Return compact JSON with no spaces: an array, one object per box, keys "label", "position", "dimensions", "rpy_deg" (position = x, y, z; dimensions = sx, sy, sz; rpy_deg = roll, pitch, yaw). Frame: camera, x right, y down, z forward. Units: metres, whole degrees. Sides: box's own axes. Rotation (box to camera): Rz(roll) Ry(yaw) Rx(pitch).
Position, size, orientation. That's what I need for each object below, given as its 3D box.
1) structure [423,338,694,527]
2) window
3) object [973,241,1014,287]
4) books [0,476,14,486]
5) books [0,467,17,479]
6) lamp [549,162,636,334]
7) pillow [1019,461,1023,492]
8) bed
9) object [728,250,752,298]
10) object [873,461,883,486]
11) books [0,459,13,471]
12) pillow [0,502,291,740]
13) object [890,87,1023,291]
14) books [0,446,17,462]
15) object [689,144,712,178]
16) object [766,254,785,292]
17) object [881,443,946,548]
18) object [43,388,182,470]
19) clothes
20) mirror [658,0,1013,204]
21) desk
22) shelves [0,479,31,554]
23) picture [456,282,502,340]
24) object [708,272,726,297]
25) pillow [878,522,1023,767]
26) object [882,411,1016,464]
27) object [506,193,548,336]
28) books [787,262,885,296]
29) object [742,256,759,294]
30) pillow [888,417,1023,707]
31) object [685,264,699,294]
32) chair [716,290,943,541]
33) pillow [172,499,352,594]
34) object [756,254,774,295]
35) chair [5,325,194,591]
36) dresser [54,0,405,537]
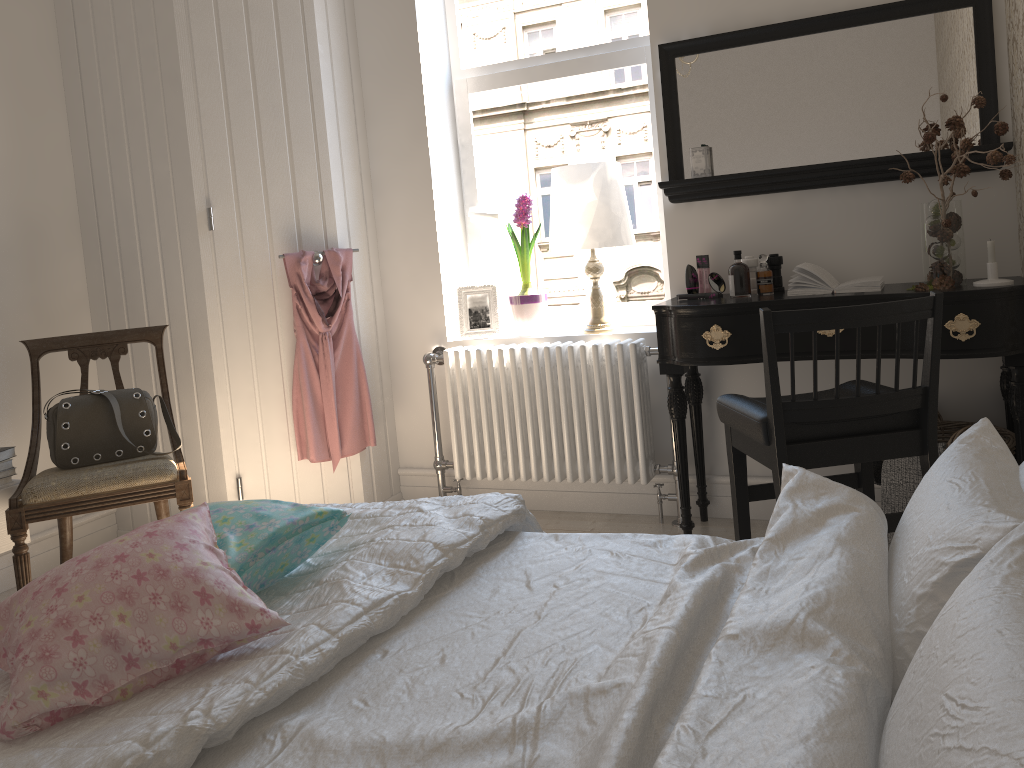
[{"label":"structure","position":[0.147,0.183,3.407],"dimensions":[1.065,0.678,0.167],"rpy_deg":[-2,5,24]},{"label":"window","position":[0.184,-1.111,3.631],"dimensions":[0.947,1.772,0.111],"rpy_deg":[-3,4,24]},{"label":"object","position":[1.396,-0.350,2.565],"dimensions":[0.105,0.130,0.105],"rpy_deg":[-8,6,-30]},{"label":"books","position":[-1.773,0.327,2.841],"dimensions":[0.241,0.022,0.193],"rpy_deg":[-1,10,26]},{"label":"books","position":[-1.779,0.303,2.851],"dimensions":[0.258,0.022,0.214],"rpy_deg":[0,10,29]},{"label":"lamp","position":[0.314,-0.526,3.452],"dimensions":[0.338,0.649,0.344],"rpy_deg":[-2,5,36]},{"label":"pillow","position":[0.638,0.270,0.959],"dimensions":[0.310,0.352,1.268],"rpy_deg":[-3,9,25]},{"label":"bed","position":[-0.125,0.551,1.338],"dimensions":[2.207,0.627,1.975],"rpy_deg":[-1,9,24]},{"label":"object","position":[0.766,-0.371,2.977],"dimensions":[0.070,0.157,0.071],"rpy_deg":[-4,4,19]},{"label":"object","position":[1.285,0.297,2.767],"dimensions":[0.366,0.330,0.306],"rpy_deg":[-2,6,25]},{"label":"books","position":[-1.775,0.278,2.843],"dimensions":[0.239,0.028,0.193],"rpy_deg":[-2,9,22]},{"label":"pillow","position":[-0.579,0.335,1.311],"dimensions":[0.397,0.201,0.354],"rpy_deg":[-10,9,-33]},{"label":"object","position":[1.283,-0.553,2.536],"dimensions":[0.317,0.595,0.546],"rpy_deg":[-6,6,-5]},{"label":"books","position":[-1.784,0.248,2.850],"dimensions":[0.258,0.032,0.193],"rpy_deg":[-4,9,7]},{"label":"object","position":[0.669,-0.792,3.137],"dimensions":[0.072,0.121,0.037],"rpy_deg":[-3,4,29]},{"label":"object","position":[0.908,-0.382,3.045],"dimensions":[0.058,0.133,0.058],"rpy_deg":[-6,4,-15]},{"label":"object","position":[1.313,0.319,2.716],"dimensions":[0.351,0.353,0.291],"rpy_deg":[-8,6,-26]},{"label":"object","position":[-1.306,0.128,2.892],"dimensions":[0.402,0.247,0.213],"rpy_deg":[-8,6,-21]},{"label":"clothes","position":[-0.714,-0.094,3.449],"dimensions":[0.332,0.872,0.092],"rpy_deg":[-8,4,-36]},{"label":"mirror","position":[1.026,-0.944,2.959],"dimensions":[1.115,0.569,0.067],"rpy_deg":[-2,4,24]},{"label":"desk","position":[1.058,0.114,2.844],"dimensions":[1.103,0.818,0.440],"rpy_deg":[-2,5,24]},{"label":"shelves","position":[-1.951,0.520,2.454],"dimensions":[0.367,0.208,1.127],"rpy_deg":[-2,9,24]},{"label":"picture","position":[-0.138,-0.300,3.649],"dimensions":[0.176,0.224,0.050],"rpy_deg":[-5,3,4]},{"label":"object","position":[0.693,-0.345,3.070],"dimensions":[0.083,0.085,0.080],"rpy_deg":[-8,6,-25]},{"label":"pillow","position":[0.401,0.342,0.723],"dimensions":[0.201,0.306,0.570],"rpy_deg":[-3,8,24]},{"label":"object","position":[1.350,0.301,2.737],"dimensions":[0.396,0.430,0.394],"rpy_deg":[-9,7,-34]},{"label":"object","position":[0.054,-0.487,3.594],"dimensions":[0.156,0.574,0.158],"rpy_deg":[-5,4,10]},{"label":"books","position":[1.049,-0.348,2.858],"dimensions":[0.278,0.095,0.229],"rpy_deg":[-1,9,26]},{"label":"object","position":[0.826,-0.376,3.053],"dimensions":[0.058,0.133,0.058],"rpy_deg":[-6,4,-15]},{"label":"pillow","position":[0.642,0.257,1.270],"dimensions":[0.203,0.301,0.567],"rpy_deg":[-3,8,24]},{"label":"object","position":[0.635,-0.363,3.112],"dimensions":[0.055,0.119,0.031],"rpy_deg":[-7,4,-27]},{"label":"chair","position":[0.839,0.196,2.327],"dimensions":[0.457,0.856,0.460],"rpy_deg":[-6,4,-6]},{"label":"pillow","position":[-0.547,0.308,1.599],"dimensions":[0.361,0.167,0.386],"rpy_deg":[-1,9,29]},{"label":"object","position":[0.847,-0.367,2.967],"dimensions":[0.054,0.138,0.054],"rpy_deg":[-7,4,-26]},{"label":"chair","position":[-1.348,0.285,2.928],"dimensions":[0.522,0.885,0.540],"rpy_deg":[-7,5,-20]},{"label":"dresser","position":[-1.149,-0.691,3.613],"dimensions":[1.022,2.568,0.707],"rpy_deg":[-3,4,24]}]
